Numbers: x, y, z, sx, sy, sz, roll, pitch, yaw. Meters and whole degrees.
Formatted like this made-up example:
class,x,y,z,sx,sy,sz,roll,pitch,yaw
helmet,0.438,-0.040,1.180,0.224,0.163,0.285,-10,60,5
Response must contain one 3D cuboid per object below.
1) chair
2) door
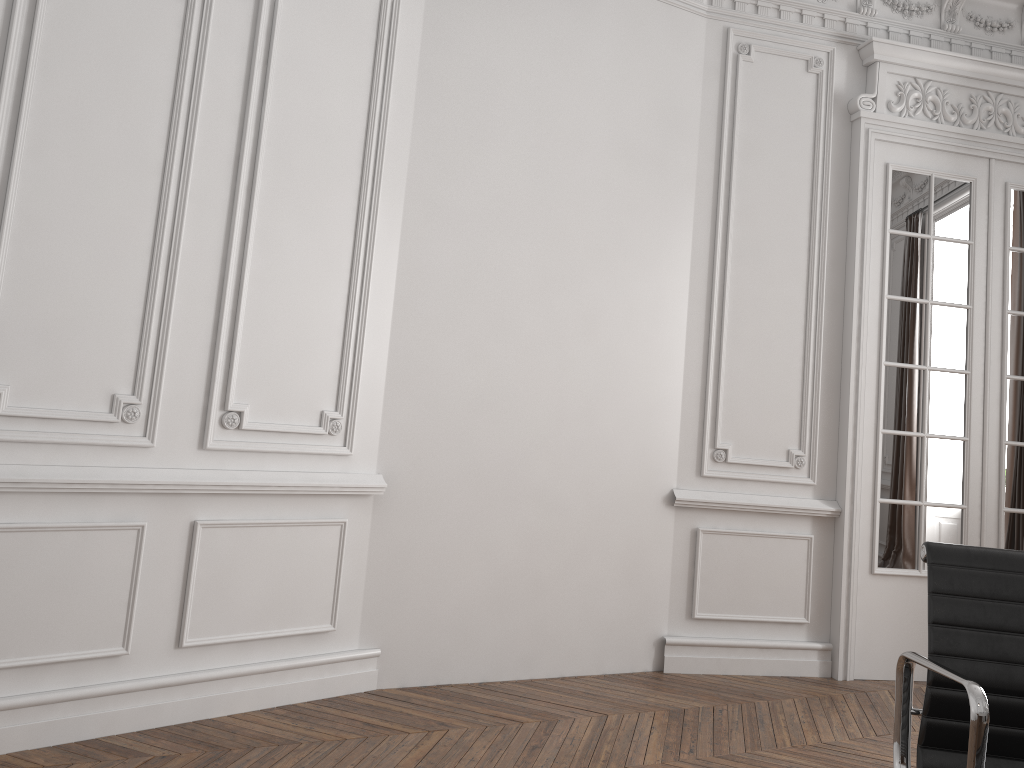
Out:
class,x,y,z,sx,sy,sz,roll,pitch,yaw
chair,0.911,0.754,1.261,0.693,0.932,0.662,5,-5,-1
door,2.387,0.100,4.474,1.561,2.762,0.085,6,-7,-11
